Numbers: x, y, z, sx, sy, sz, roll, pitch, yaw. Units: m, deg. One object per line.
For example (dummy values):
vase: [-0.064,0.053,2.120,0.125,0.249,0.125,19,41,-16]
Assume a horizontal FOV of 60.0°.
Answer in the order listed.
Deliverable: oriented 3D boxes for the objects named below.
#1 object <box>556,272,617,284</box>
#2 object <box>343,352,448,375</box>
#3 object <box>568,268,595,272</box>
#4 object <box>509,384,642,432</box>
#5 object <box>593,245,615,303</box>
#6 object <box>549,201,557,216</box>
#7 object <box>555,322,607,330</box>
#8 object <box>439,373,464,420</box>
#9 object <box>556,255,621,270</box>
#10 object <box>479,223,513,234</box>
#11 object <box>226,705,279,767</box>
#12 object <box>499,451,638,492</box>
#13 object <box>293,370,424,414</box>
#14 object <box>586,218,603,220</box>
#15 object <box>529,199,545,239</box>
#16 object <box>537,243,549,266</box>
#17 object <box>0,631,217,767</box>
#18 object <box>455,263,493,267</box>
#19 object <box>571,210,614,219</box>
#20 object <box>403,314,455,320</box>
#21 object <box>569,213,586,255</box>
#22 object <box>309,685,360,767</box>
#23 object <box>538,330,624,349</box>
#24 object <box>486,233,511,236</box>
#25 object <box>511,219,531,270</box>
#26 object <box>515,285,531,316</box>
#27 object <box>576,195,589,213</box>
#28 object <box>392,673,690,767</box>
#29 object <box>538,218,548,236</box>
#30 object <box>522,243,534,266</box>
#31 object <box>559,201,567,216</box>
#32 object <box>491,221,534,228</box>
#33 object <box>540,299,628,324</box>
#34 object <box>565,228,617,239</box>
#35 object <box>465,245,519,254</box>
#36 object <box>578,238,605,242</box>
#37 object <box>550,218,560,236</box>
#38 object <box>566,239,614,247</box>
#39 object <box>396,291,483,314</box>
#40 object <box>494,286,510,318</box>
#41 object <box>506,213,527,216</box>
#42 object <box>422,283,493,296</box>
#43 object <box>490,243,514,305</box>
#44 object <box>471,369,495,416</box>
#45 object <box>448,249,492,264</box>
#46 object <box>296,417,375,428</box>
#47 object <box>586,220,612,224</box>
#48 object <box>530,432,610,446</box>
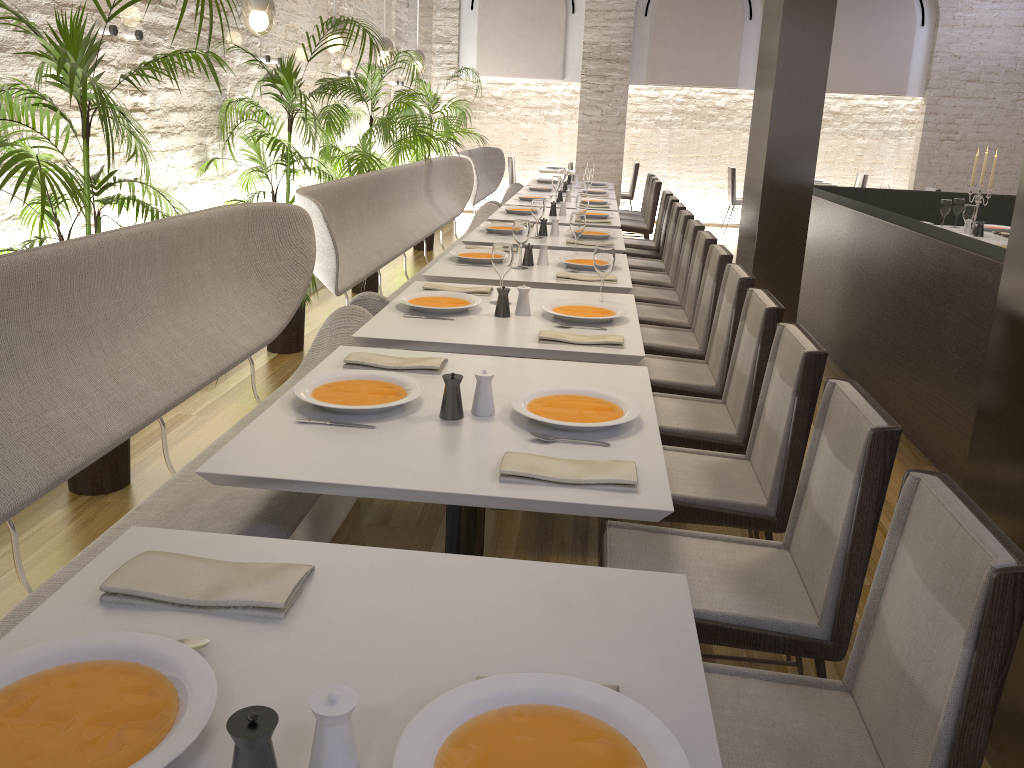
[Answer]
object: [0.340,-0.485,4.032,0.273,0.032,0.144,4,17,5]
object: [-0.330,-0.064,2.539,0.273,0.032,0.144,4,17,5]
object: [0.354,-0.535,4.203,0.181,0.015,0.039,5,17,6]
object: [0.154,0.065,2.163,0.322,0.036,0.325,-2,18,-16]
object: [0.357,-0.426,3.478,0.086,0.228,0.087,-11,20,-41]
object: [0.307,-1.304,6.577,0.059,0.108,0.060,2,15,-3]
object: [0.241,-0.201,3.081,0.181,0.015,0.039,5,17,6]
object: [-0.143,0.026,2.114,0.059,0.108,0.060,2,15,-3]
object: [0.377,-0.595,4.377,0.322,0.036,0.325,-1,17,-12]
object: [-0.045,-0.967,5.544,0.322,0.036,0.325,-2,18,-16]
object: [-0.264,0.385,0.907,0.059,0.108,0.060,2,15,-3]
object: [0.117,0.175,1.818,0.273,0.032,0.144,4,17,5]
object: [-0.381,0.026,2.209,0.322,0.036,0.325,-2,18,-16]
object: [0.580,-1.205,6.452,0.181,0.015,0.039,5,17,6]
object: [0.153,-0.991,5.314,0.086,0.228,0.087,-11,20,-41]
object: [0.155,-0.642,4.366,0.059,0.108,0.060,2,15,-3]
object: [-0.502,0.386,1.003,0.322,0.036,0.325,-2,18,-16]
object: [-0.180,-0.571,4.249,0.185,0.010,0.017,4,16,5]
object: [0.603,-1.265,6.626,0.322,0.036,0.325,-2,18,-16]
object: [-0.293,-0.237,3.127,0.185,0.010,0.017,4,16,5]
object: [0.340,-0.777,4.635,0.086,0.228,0.087,6,15,11]
object: [-0.190,0.377,0.946,0.059,0.108,0.060,2,15,-3]
object: [0.227,-0.150,2.910,0.273,0.032,0.144,4,17,5]
object: [-0.067,-0.905,5.369,0.185,0.010,0.017,4,16,5]
object: [0.043,-0.665,4.219,0.087,0.228,0.087,-8,19,-36]
object: [0.042,-0.308,3.244,0.059,0.108,0.060,6,16,13]
object: [0.450,-1.103,5.730,0.086,0.228,0.087,-11,20,-41]
object: [0.032,0.424,0.956,0.322,0.036,0.325,-2,18,-16]
object: [0.193,-0.968,5.448,0.059,0.108,0.060,2,15,-3]
object: [0.081,-0.634,4.328,0.059,0.108,0.060,2,15,-3]
object: [0.381,-1.312,6.616,0.059,0.108,0.060,2,15,-3]
object: [0.006,-1.057,5.873,0.273,0.032,0.144,4,17,5]
object: [0.264,-0.260,3.255,0.323,0.036,0.323,16,21,38]
object: [0.490,-0.928,5.497,0.322,0.036,0.325,-2,18,-16]
object: [-0.107,-0.723,4.753,0.273,0.032,0.144,4,17,5]
object: [0.467,-0.869,5.323,0.181,0.015,0.039,5,17,6]
object: [0.268,-0.976,5.486,0.059,0.108,0.060,2,15,-3]
object: [0.453,-0.818,5.152,0.273,0.032,0.144,4,17,5]
object: [-0.270,-0.299,3.302,0.323,0.036,0.323,16,21,38]
object: [-0.033,-0.300,3.206,0.059,0.108,0.060,6,16,13]
object: [0.047,-1.241,6.499,0.185,0.010,0.017,4,16,5]
object: [-0.220,-0.389,3.631,0.273,0.032,0.144,4,17,5]
object: [-0.039,-0.424,3.410,0.086,0.228,0.087,-11,20,-41]
object: [-0.068,0.017,2.152,0.059,0.108,0.060,2,15,-3]
object: [-0.158,-0.633,4.424,0.322,0.036,0.325,-1,17,-12]
object: [-0.403,0.089,2.035,0.185,0.010,0.017,4,16,5]
object: [0.567,-1.155,6.281,0.273,0.032,0.144,4,17,5]
object: [0.131,0.125,1.988,0.181,0.015,0.039,5,17,6]
